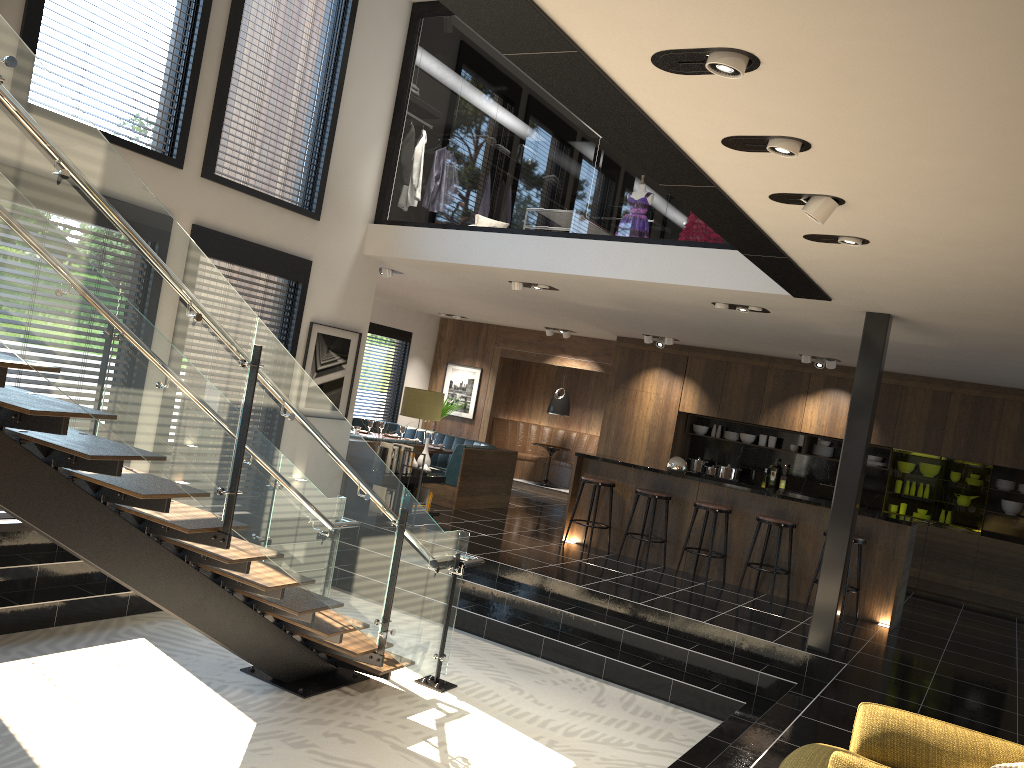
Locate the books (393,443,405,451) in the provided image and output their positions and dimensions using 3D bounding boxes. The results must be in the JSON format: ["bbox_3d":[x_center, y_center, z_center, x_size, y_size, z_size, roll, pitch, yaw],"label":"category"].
[{"bbox_3d":[-1.261,0.809,9.702,0.155,0.306,0.032,10,0,30],"label":"books"}]

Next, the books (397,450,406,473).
[{"bbox_3d":[-1.263,0.834,9.668,0.202,0.255,0.025,10,0,30],"label":"books"}]

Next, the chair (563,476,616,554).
[{"bbox_3d":[0.893,1.455,9.870,0.412,0.799,0.413,10,0,39],"label":"chair"}]

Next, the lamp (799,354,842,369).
[{"bbox_3d":[3.913,-0.340,11.253,0.501,0.280,0.349,10,0,30],"label":"lamp"}]

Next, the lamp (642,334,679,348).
[{"bbox_3d":[2.071,-0.650,12.331,0.501,0.294,0.349,10,0,30],"label":"lamp"}]

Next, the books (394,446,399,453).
[{"bbox_3d":[-1.312,0.812,9.629,0.141,0.280,0.031,10,0,30],"label":"books"}]

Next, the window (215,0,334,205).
[{"bbox_3d":[-2.144,-2.855,7.887,0.005,2.297,1.222,10,0,30],"label":"window"}]

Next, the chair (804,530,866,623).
[{"bbox_3d":[3.145,1.842,8.552,0.412,0.799,0.413,10,0,39],"label":"chair"}]

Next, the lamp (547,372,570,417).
[{"bbox_3d":[0.861,0.043,14.941,0.389,0.974,0.389,10,0,-16],"label":"lamp"}]

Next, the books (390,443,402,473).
[{"bbox_3d":[-1.294,0.806,9.656,0.169,0.298,0.032,10,0,30],"label":"books"}]

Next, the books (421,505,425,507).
[{"bbox_3d":[-1.115,1.365,9.994,0.167,0.024,0.261,10,-1,27],"label":"books"}]

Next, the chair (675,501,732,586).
[{"bbox_3d":[2.019,1.648,9.211,0.412,0.799,0.413,10,0,39],"label":"chair"}]

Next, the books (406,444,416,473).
[{"bbox_3d":[-1.152,0.830,9.921,0.131,0.307,0.022,10,0,30],"label":"books"}]

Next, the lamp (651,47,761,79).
[{"bbox_3d":[0.607,-1.049,2.759,0.346,0.177,0.195,10,0,30],"label":"lamp"}]

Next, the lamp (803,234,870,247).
[{"bbox_3d":[1.754,-0.834,4.775,0.346,0.158,0.195,10,0,30],"label":"lamp"}]

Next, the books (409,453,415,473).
[{"bbox_3d":[-1.169,0.855,9.840,0.161,0.250,0.028,10,0,30],"label":"books"}]

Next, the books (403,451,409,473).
[{"bbox_3d":[-1.233,0.840,9.748,0.194,0.255,0.034,10,0,30],"label":"books"}]

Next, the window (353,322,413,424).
[{"bbox_3d":[-2.422,0.145,14.826,0.312,2.373,1.507,10,0,30],"label":"window"}]

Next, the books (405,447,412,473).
[{"bbox_3d":[-1.198,0.834,9.798,0.154,0.280,0.028,10,0,30],"label":"books"}]

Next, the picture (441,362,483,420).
[{"bbox_3d":[-0.917,0.119,15.638,0.747,0.911,0.028,10,0,30],"label":"picture"}]

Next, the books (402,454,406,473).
[{"bbox_3d":[-1.242,0.842,9.720,0.148,0.246,0.023,10,0,30],"label":"books"}]

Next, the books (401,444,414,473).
[{"bbox_3d":[-1.189,0.828,9.823,0.177,0.294,0.025,10,0,30],"label":"books"}]

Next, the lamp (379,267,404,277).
[{"bbox_3d":[-1.485,-1.328,10.083,0.501,0.248,0.349,10,0,30],"label":"lamp"}]

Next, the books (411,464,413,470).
[{"bbox_3d":[-1.162,0.868,9.895,0.129,0.227,0.026,10,0,30],"label":"books"}]

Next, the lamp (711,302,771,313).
[{"bbox_3d":[2.074,-0.744,8.002,0.501,0.194,0.349,10,0,30],"label":"lamp"}]

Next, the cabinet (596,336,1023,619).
[{"bbox_3d":[4.496,1.152,11.984,6.885,2.690,0.870,10,0,30],"label":"cabinet"}]

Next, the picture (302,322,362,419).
[{"bbox_3d":[-1.813,-0.110,8.796,0.028,0.911,0.749,10,0,30],"label":"picture"}]

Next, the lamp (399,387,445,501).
[{"bbox_3d":[-1.119,0.760,9.231,0.638,1.445,0.437,10,0,-34],"label":"lamp"}]

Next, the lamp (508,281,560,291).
[{"bbox_3d":[0.230,-1.042,9.079,0.501,0.231,0.349,10,0,30],"label":"lamp"}]

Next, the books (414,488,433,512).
[{"bbox_3d":[-1.025,1.329,10.171,0.231,0.232,0.037,10,0,30],"label":"books"}]

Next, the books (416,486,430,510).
[{"bbox_3d":[-1.029,1.312,10.139,0.156,0.263,0.026,10,0,30],"label":"books"}]

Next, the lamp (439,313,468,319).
[{"bbox_3d":[-0.996,-1.208,15.089,0.501,0.213,0.349,10,0,30],"label":"lamp"}]

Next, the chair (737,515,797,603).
[{"bbox_3d":[2.582,1.745,8.881,0.412,0.799,0.413,10,0,39],"label":"chair"}]

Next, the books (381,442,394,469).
[{"bbox_3d":[-1.359,0.786,9.493,0.160,0.312,0.035,10,0,30],"label":"books"}]

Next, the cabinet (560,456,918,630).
[{"bbox_3d":[2.327,1.605,9.554,3.560,0.994,0.699,10,0,30],"label":"cabinet"}]

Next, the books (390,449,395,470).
[{"bbox_3d":[-1.356,0.812,9.526,0.172,0.262,0.030,10,0,30],"label":"books"}]

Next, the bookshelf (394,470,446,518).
[{"bbox_3d":[-1.271,1.224,9.733,0.355,0.500,1.305,10,0,30],"label":"bookshelf"}]

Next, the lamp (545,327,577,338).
[{"bbox_3d":[0.765,-0.872,14.054,0.501,0.280,0.349,10,0,30],"label":"lamp"}]

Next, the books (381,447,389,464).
[{"bbox_3d":[-1.407,0.802,9.484,0.156,0.263,0.026,10,0,30],"label":"books"}]

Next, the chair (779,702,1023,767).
[{"bbox_3d":[1.399,1.318,2.860,1.029,1.097,0.808,10,0,29],"label":"chair"}]

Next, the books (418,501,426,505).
[{"bbox_3d":[-1.115,1.340,9.997,0.156,0.025,0.274,10,-1,33],"label":"books"}]

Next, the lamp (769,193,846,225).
[{"bbox_3d":[1.364,-0.865,4.103,0.346,0.247,0.195,10,0,30],"label":"lamp"}]

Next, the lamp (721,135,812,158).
[{"bbox_3d":[0.989,-0.974,3.432,0.346,0.177,0.195,10,0,30],"label":"lamp"}]

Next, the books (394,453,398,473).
[{"bbox_3d":[-1.323,0.843,9.600,0.170,0.214,0.025,10,0,30],"label":"books"}]

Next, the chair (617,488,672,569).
[{"bbox_3d":[1.456,1.551,9.540,0.412,0.799,0.413,10,0,39],"label":"chair"}]

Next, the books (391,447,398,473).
[{"bbox_3d":[-1.321,0.812,9.570,0.160,0.276,0.030,10,0,30],"label":"books"}]
